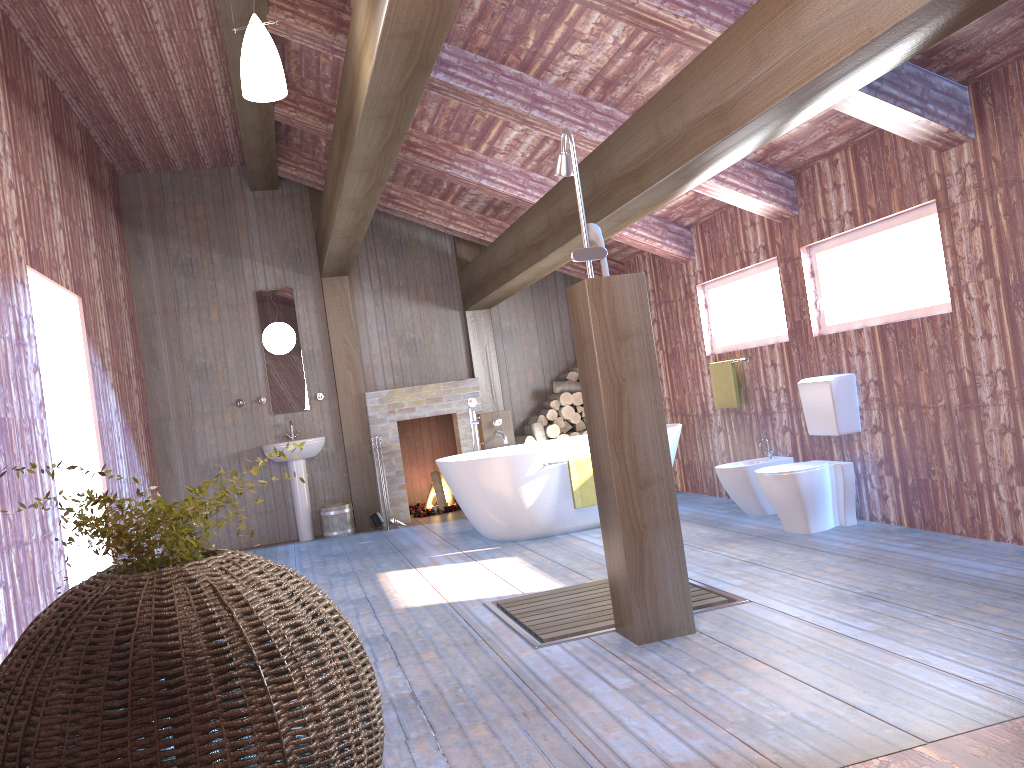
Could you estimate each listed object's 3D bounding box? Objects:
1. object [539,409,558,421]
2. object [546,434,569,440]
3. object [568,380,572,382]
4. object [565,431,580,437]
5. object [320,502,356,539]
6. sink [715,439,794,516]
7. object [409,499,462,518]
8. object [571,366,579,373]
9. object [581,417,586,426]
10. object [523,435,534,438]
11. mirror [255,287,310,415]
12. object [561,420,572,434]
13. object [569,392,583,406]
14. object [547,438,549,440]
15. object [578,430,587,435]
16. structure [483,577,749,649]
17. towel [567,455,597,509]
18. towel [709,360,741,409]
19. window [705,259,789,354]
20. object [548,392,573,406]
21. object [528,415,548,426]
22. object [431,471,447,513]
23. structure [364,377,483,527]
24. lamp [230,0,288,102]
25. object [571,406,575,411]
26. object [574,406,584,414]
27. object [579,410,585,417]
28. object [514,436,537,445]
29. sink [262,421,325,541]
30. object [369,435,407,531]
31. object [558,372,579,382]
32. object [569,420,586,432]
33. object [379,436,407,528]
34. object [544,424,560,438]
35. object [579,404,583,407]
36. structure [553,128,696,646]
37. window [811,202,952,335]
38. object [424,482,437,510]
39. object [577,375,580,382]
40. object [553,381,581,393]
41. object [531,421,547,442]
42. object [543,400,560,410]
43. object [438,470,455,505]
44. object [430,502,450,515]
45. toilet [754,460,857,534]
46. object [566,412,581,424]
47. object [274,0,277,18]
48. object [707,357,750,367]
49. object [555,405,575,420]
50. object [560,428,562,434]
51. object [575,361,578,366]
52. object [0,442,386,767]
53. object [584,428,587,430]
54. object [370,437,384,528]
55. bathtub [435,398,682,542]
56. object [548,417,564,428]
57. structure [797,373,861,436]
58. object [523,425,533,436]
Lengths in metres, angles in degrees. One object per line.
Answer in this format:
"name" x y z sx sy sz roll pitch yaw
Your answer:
"object" 0.361 0.309 8.881 0.115 0.123 0.291 -8 -1 -14
"object" 0.447 0.564 8.913 0.139 0.148 0.458 -8 -1 -14
"object" 0.538 0.035 9.048 0.113 0.130 0.291 -8 -1 -13
"object" 0.586 0.536 8.937 0.114 0.120 0.303 -8 -1 -14
"object" -1.638 1.283 8.340 0.309 0.290 0.308 -8 -1 -4
"sink" 1.686 0.661 6.207 0.515 0.517 0.335 -8 -1 -14
"object" -0.787 1.300 9.393 0.829 0.085 0.935 -7 -1 -32
"object" 0.676 -0.143 8.984 0.094 0.097 0.227 -8 -1 -14
"object" 0.777 0.367 8.992 0.141 0.143 0.437 -8 -1 -16
"object" 0.178 0.551 8.939 0.099 0.093 0.280 -8 -1 -14
"mirror" -2.204 -0.319 8.523 0.350 1.199 0.009 -8 -1 -15
"object" 0.508 0.433 9.019 0.128 0.150 0.323 -8 -1 -14
"object" 0.596 0.152 8.960 0.138 0.147 0.440 -8 -1 -14
"object" 0.282 0.578 8.949 0.121 0.124 0.291 -8 -1 -14
"object" 0.685 0.519 8.958 0.098 0.100 0.437 -8 -1 -16
"structure" 0.454 1.084 4.295 1.000 0.067 1.000 -8 -1 -15
"towel" 0.595 0.690 6.382 0.370 0.361 0.032 -8 -1 -18
"towel" 1.630 0.007 6.804 0.032 0.361 0.370 -8 -1 -14
"window" 1.775 -0.559 6.636 0.054 0.587 1.255 -8 -1 -14
"object" 0.484 0.153 8.931 0.135 0.145 0.439 -8 -1 -14
"object" 0.256 0.371 8.900 0.114 0.113 0.301 -8 -1 -17
"object" -0.743 1.109 9.085 0.098 0.434 0.283 -8 -1 -16
"structure" -0.810 0.669 8.753 1.130 1.330 0.226 -8 -1 -15
"lamp" -1.052 -1.647 3.539 0.174 1.001 0.174 -7 -1 -34
"object" 0.584 0.256 8.931 0.057 0.061 0.156 -8 -1 -15
"object" 0.654 0.256 8.965 0.088 0.092 0.280 -8 -1 -14
"object" 0.702 0.285 8.981 0.085 0.096 0.280 -8 -1 -14
"object" 0.116 0.582 8.821 0.139 0.137 0.455 -8 -1 -16
"sink" -1.992 0.906 8.296 0.582 1.143 0.475 -8 -1 -15
"object" -1.251 0.929 8.378 0.276 0.888 0.333 -9 -1 27
"object" 0.577 -0.056 9.064 0.140 0.121 0.319 -8 -1 -13
"object" 0.652 0.428 9.058 0.104 0.127 0.321 -8 -1 -14
"object" -1.163 0.918 8.336 0.206 0.871 0.126 -9 -1 28
"object" 0.351 0.467 8.877 0.138 0.147 0.440 -8 -1 -14
"object" 0.686 0.196 8.975 0.109 0.124 0.424 -8 -1 -15
"structure" 0.451 -0.049 3.794 0.328 2.209 0.522 -8 -1 6
"window" 2.133 -0.635 5.133 0.054 0.587 1.255 -8 -1 -14
"object" -0.828 1.180 9.230 0.221 0.306 0.121 -8 -1 13
"object" 0.714 -0.048 9.018 0.139 0.148 0.458 -8 -1 -14
"object" 0.563 0.033 8.850 0.302 0.157 0.121 -8 -1 -14
"object" 0.274 0.517 8.678 0.147 0.298 0.109 -8 -1 -12
"object" 0.397 0.214 8.911 0.106 0.112 0.282 -8 -1 -14
"object" -0.693 1.121 9.332 0.140 0.459 0.266 -8 -1 3
"object" -0.729 1.272 9.089 0.085 0.084 0.278 -9 -1 32
"toilet" 1.772 0.696 5.416 0.534 0.400 0.375 -8 -1 -14
"object" 0.596 0.341 8.942 0.115 0.123 0.291 -8 -1 -14
"object" -0.355 -0.433 6.260 0.258 3.264 5.569 -8 -1 6
"object" 1.642 -0.163 6.811 0.091 0.043 0.581 -8 -1 -14
"object" 0.493 0.290 8.920 0.141 0.143 0.437 -8 -1 -16
"object" 0.443 0.471 8.910 0.064 0.068 0.174 -8 -1 -15
"object" 0.777 -0.197 9.042 0.135 0.139 0.456 -8 -1 -13
"object" -0.843 0.684 2.237 0.972 1.073 0.970 -7 -1 -34
"object" 0.767 0.500 9.084 0.116 0.118 0.289 -8 -1 -17
"object" -1.308 0.925 8.311 0.136 0.846 0.062 -7 -1 -33
"bathtub" 0.384 0.564 6.926 1.935 1.109 1.460 -8 -1 7
"object" 0.425 0.391 8.910 0.111 0.113 0.301 -8 -1 -15
"structure" 1.963 0.130 5.489 0.182 0.363 0.358 -8 -1 -14
"object" 0.205 0.464 8.953 0.108 0.113 0.302 -8 -1 -14
